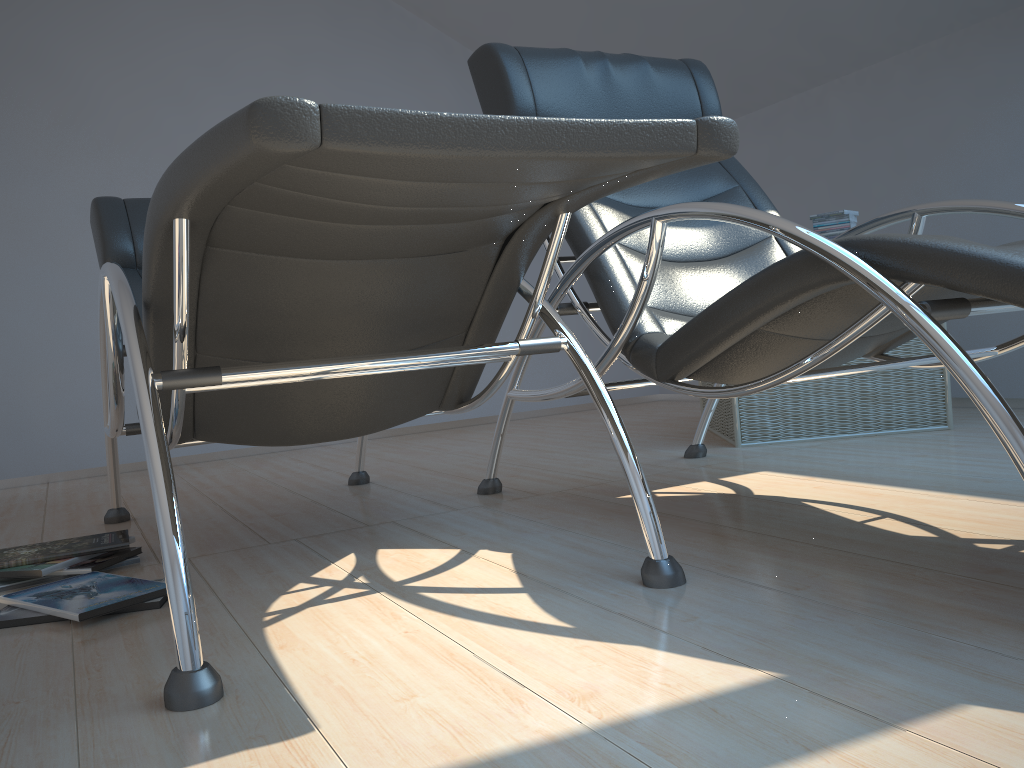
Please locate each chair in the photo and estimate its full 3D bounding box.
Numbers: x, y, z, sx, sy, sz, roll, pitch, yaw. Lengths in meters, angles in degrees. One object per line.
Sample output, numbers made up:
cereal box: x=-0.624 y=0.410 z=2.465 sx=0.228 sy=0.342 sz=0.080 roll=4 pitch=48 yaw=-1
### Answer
chair: x=-0.443 y=-0.097 z=1.943 sx=0.836 sy=0.953 sz=2.114 roll=-6 pitch=3 yaw=-27
chair: x=0.639 y=-0.344 z=1.923 sx=0.836 sy=1.251 sz=1.938 roll=-6 pitch=3 yaw=-27

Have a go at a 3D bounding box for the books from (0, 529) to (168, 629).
books: x=0.686 y=0.226 z=0.623 sx=4.790 sy=0.222 sz=1.045 roll=-4 pitch=3 yaw=30

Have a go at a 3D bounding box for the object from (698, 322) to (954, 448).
object: x=1.142 y=-0.083 z=3.414 sx=0.745 sy=0.518 sz=0.744 roll=-5 pitch=2 yaw=3

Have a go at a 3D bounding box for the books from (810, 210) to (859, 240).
books: x=1.197 y=-0.478 z=3.267 sx=0.149 sy=0.300 sz=0.149 roll=-4 pitch=3 yaw=34
